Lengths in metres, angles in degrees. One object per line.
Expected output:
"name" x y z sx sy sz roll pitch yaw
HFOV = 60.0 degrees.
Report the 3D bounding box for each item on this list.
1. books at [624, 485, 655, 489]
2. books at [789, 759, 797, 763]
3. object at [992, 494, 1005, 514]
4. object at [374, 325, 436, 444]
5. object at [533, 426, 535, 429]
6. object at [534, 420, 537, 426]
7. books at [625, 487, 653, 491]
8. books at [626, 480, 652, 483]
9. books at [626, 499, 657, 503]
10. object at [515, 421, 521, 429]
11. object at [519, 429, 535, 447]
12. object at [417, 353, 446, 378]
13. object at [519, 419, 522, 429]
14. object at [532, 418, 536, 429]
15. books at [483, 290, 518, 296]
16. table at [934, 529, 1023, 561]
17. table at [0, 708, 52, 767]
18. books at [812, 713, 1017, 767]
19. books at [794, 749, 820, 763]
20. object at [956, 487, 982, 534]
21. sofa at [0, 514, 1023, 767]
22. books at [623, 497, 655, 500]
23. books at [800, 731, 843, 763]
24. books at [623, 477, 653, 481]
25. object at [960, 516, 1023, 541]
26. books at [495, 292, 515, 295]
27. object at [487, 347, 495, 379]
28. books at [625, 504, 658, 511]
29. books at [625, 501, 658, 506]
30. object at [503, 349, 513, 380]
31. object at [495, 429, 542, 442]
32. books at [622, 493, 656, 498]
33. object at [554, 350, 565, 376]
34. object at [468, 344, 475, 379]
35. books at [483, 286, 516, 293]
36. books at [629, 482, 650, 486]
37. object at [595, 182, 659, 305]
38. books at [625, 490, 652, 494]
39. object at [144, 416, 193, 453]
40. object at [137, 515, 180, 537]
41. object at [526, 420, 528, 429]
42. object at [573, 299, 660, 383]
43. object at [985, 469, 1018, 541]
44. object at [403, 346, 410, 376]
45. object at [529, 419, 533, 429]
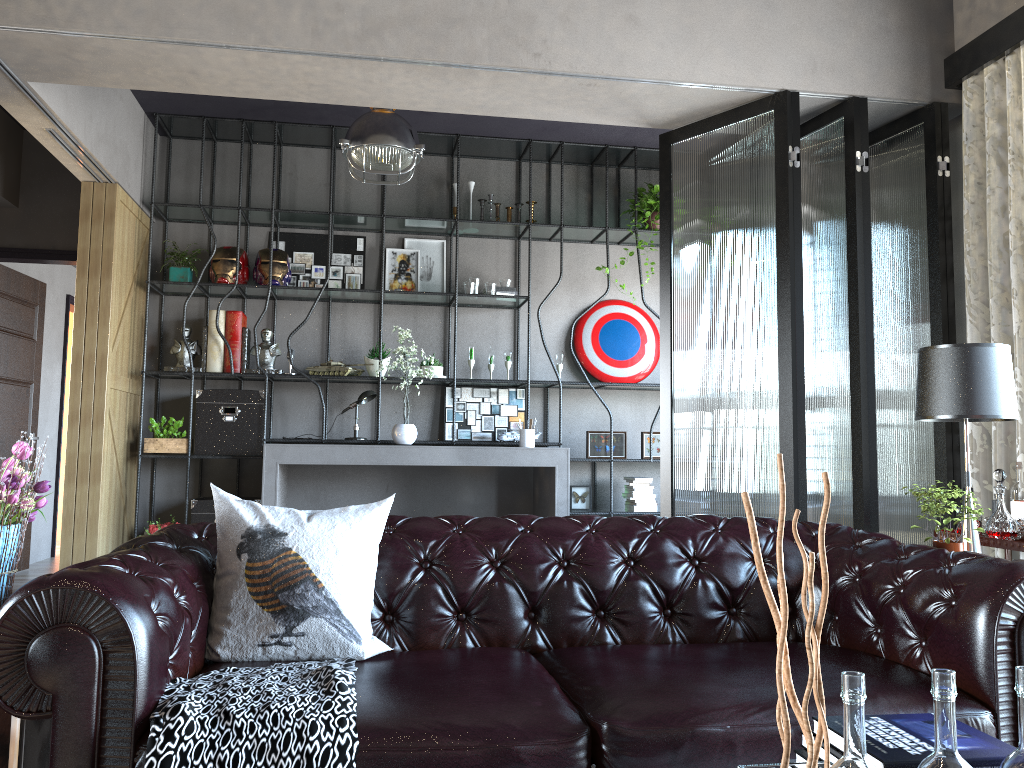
"books" 0.999 0.808 6.973 0.174 0.019 0.243 1 -5 -9
"books" 0.673 0.685 1.470 0.324 0.035 0.305 1 -5 -9
"object" 2.091 0.564 3.807 0.052 0.182 0.134 -2 -6 27
"object" -0.739 0.001 6.295 0.420 0.853 0.398 -3 -7 37
"object" 0.136 0.379 6.514 0.068 0.160 0.009 0 -5 4
"object" 0.152 0.348 6.535 0.062 0.169 0.009 2 -5 -10
"books" 0.998 0.829 6.977 0.155 0.022 0.205 2 -5 -14
"books" 0.998 0.767 6.983 0.155 0.020 0.205 1 -5 -9
"books" 1.011 0.914 6.957 0.175 0.023 0.249 1 -5 -9
"object" 0.088 0.367 6.532 0.137 0.190 0.009 1 -5 -6
"object" 0.110 0.402 6.519 0.110 0.137 0.110 1 -5 1
"object" -0.619 -0.138 6.797 0.235 0.213 0.235 -3 -6 36
"object" 0.072 0.358 6.545 0.046 0.203 0.023 -2 -6 27
"object" 0.150 0.341 6.549 0.052 0.186 0.009 1 -5 -8
"books" -0.094 -0.719 7.080 0.243 0.024 0.175 2 -5 -13
"table" 2.055 0.970 3.460 0.438 0.733 0.802 2 -5 -13
"table" -1.389 0.895 2.247 0.417 0.610 0.405 2 -5 -9
"books" 0.674 0.601 1.478 0.251 0.030 0.236 1 -5 -8
"books" 0.675 0.654 1.462 0.315 0.026 0.269 1 -5 -9
"object" 1.958 0.547 3.799 0.087 0.206 0.087 -1 -5 16
"sofa" 0.095 0.819 2.503 2.565 0.839 1.238 1 -5 -10
"books" 0.995 0.895 6.966 0.192 0.014 0.255 1 -5 -6
"books" 0.674 0.629 1.476 0.282 0.026 0.266 1 -5 -7
"books" 0.990 0.745 6.978 0.159 0.024 0.200 2 -5 -19
"object" 1.977 0.592 3.638 0.245 0.093 0.151 -2 -6 32
"books" -0.107 -0.695 7.075 0.166 0.024 0.227 3 -5 -30
"object" -0.169 -0.154 7.095 0.113 0.302 0.113 0 -5 9
"books" 1.010 0.969 6.950 0.192 0.043 0.247 1 -5 -9
"books" 1.011 0.937 6.955 0.175 0.023 0.249 2 -5 -14
"object" -0.032 -0.144 6.851 0.113 0.247 0.113 0 -5 9
"object" 0.018 0.400 6.913 0.379 0.112 0.351 -1 -5 23
"books" 0.994 0.874 6.967 0.193 0.028 0.245 2 -5 -14
"object" 0.377 -0.136 7.048 0.113 0.270 0.113 3 -6 -21
"object" -0.312 -0.168 6.768 0.113 0.275 0.113 1 -5 -6
"books" -0.102 -0.746 7.075 0.225 0.029 0.179 2 -5 -17
"books" 1.000 0.786 6.967 0.162 0.023 0.231 0 -5 6
"object" 1.031 -1.097 6.999 0.720 1.027 0.649 0 -5 9
"books" 0.992 0.850 6.975 0.158 0.021 0.224 1 -5 -9
"object" -2.448 0.360 6.329 0.304 0.265 0.180 1 -5 -9
"object" -2.505 1.112 6.321 0.345 0.363 0.331 1 -5 -6
"object" 0.111 0.352 6.566 0.009 0.168 0.061 0 -5 3
"object" 0.870 -0.343 7.293 0.751 0.740 0.185 1 -5 -9
"object" 1.934 0.482 3.507 0.114 0.292 0.114 -1 -6 18
"object" -0.828 -0.161 6.936 0.113 0.274 0.113 6 -7 -43
"object" 0.133 0.361 6.562 0.023 0.204 0.036 -2 -6 30
